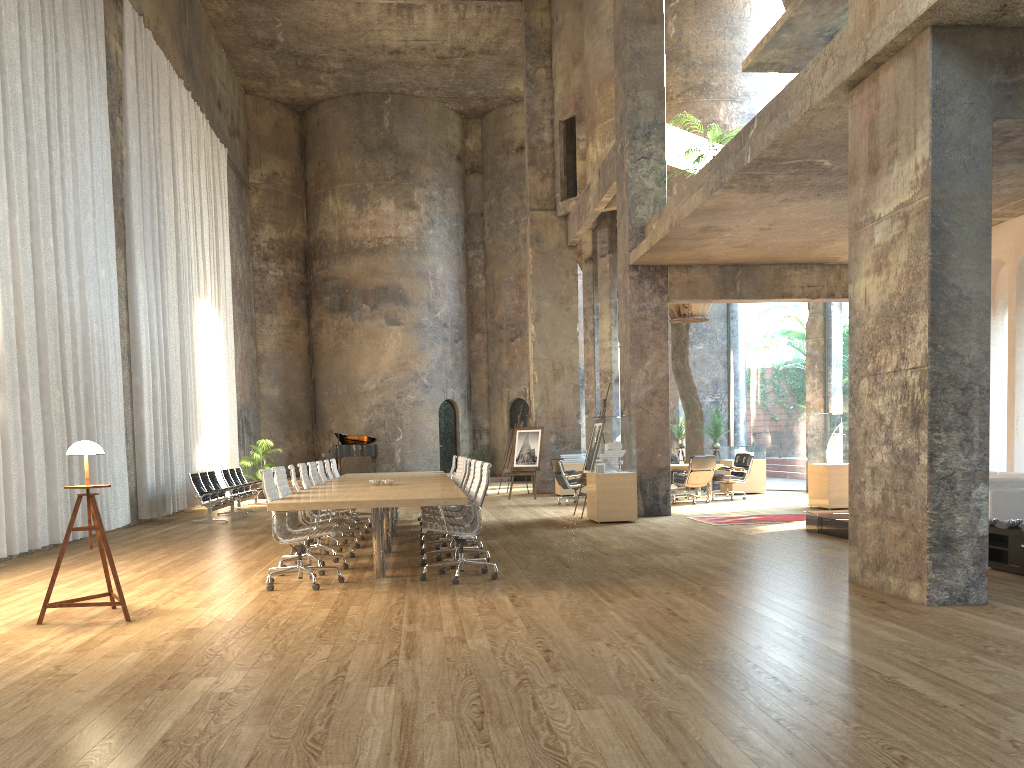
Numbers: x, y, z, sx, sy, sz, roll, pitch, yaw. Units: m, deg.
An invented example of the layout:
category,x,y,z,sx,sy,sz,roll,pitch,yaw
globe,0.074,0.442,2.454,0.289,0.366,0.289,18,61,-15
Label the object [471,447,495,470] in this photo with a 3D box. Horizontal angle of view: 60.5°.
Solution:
category,x,y,z,sx,sy,sz,roll,pitch,yaw
object,-0.901,2.468,28.012,0.912,0.996,0.904,-1,0,5

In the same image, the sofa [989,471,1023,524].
category,x,y,z,sx,sy,sz,roll,pitch,yaw
sofa,4.816,1.379,9.969,2.063,0.725,2.924,-1,-3,-6

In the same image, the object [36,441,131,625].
category,x,y,z,sx,sy,sz,roll,pitch,yaw
object,-2.960,1.051,6.297,0.571,1.305,0.654,0,3,27

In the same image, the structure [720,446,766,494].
category,x,y,z,sx,sy,sz,roll,pitch,yaw
structure,4.921,1.832,18.743,0.735,1.020,0.741,-2,1,-6

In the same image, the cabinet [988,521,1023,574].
category,x,y,z,sx,sy,sz,roll,pitch,yaw
cabinet,4.270,1.409,7.607,0.395,0.370,1.559,-1,-3,-6

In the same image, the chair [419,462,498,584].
category,x,y,z,sx,sy,sz,roll,pitch,yaw
chair,-0.480,1.216,7.781,0.699,1.031,0.662,-1,2,0

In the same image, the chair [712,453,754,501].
category,x,y,z,sx,sy,sz,roll,pitch,yaw
chair,4.202,1.795,17.033,0.820,0.898,0.728,-2,1,-12

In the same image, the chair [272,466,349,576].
category,x,y,z,sx,sy,sz,roll,pitch,yaw
chair,-1.954,1.304,8.511,0.699,1.031,0.662,-1,2,2

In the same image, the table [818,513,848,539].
category,x,y,z,sx,sy,sz,roll,pitch,yaw
table,4.158,1.699,10.556,0.790,0.203,1.108,-1,-4,-6

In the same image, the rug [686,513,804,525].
category,x,y,z,sx,sy,sz,roll,pitch,yaw
rug,3.915,1.951,12.785,2.461,0.009,1.344,-1,-4,-6

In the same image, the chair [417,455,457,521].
category,x,y,z,sx,sy,sz,roll,pitch,yaw
chair,-1.175,1.662,14.032,0.699,1.031,0.662,-1,2,-1

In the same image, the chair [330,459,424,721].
category,x,y,z,sx,sy,sz,roll,pitch,yaw
chair,0.297,1.638,14.136,12.944,1.036,31.452,-1,-4,-6

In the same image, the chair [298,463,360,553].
category,x,y,z,sx,sy,sz,roll,pitch,yaw
chair,-2.151,1.431,10.286,0.699,1.031,0.662,-1,2,-1

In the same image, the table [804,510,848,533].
category,x,y,z,sx,sy,sz,roll,pitch,yaw
table,4.118,1.703,10.921,0.859,0.248,0.369,-1,-2,-6

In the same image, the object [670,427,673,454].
category,x,y,z,sx,sy,sz,roll,pitch,yaw
object,3.904,1.631,23.297,0.702,2.159,0.679,0,3,23

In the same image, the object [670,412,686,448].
category,x,y,z,sx,sy,sz,roll,pitch,yaw
object,4.253,1.156,22.177,0.688,0.945,0.856,-1,0,15

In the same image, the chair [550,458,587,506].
category,x,y,z,sx,sy,sz,roll,pitch,yaw
chair,1.174,1.853,16.737,0.820,0.898,0.728,-2,1,-10

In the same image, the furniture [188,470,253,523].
category,x,y,z,sx,sy,sz,roll,pitch,yaw
furniture,-5.126,1.960,15.583,0.708,0.845,1.868,-2,-3,-6

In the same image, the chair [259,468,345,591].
category,x,y,z,sx,sy,sz,roll,pitch,yaw
chair,-1.834,1.242,7.656,0.699,1.031,0.662,-1,2,-1

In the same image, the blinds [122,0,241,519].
category,x,y,z,sx,sy,sz,roll,pitch,yaw
blinds,-6.613,-1.789,18.331,0.275,8.690,7.804,-2,0,-5

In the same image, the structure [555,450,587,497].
category,x,y,z,sx,sy,sz,roll,pitch,yaw
structure,1.387,1.988,19.697,0.743,1.020,0.732,-2,1,-6

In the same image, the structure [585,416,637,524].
category,x,y,z,sx,sy,sz,roll,pitch,yaw
structure,1.461,1.261,12.994,0.594,1.556,0.739,-2,2,-6

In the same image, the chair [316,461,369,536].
category,x,y,z,sx,sy,sz,roll,pitch,yaw
chair,-2.337,1.556,12.053,0.699,1.031,0.662,-1,2,-1

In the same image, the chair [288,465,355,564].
category,x,y,z,sx,sy,sz,roll,pitch,yaw
chair,-2.043,1.364,9.361,0.698,1.031,0.662,-2,2,-7

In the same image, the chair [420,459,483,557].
category,x,y,z,sx,sy,sz,roll,pitch,yaw
chair,-0.675,1.348,9.634,0.699,1.031,0.662,-1,2,-1

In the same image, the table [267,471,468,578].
category,x,y,z,sx,sy,sz,roll,pitch,yaw
table,-1.546,1.589,10.917,1.600,0.761,7.701,-1,-4,-6

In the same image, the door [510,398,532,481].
category,x,y,z,sx,sy,sz,roll,pitch,yaw
door,0.307,1.753,27.668,0.902,2.647,0.110,1,4,36

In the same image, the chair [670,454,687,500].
category,x,y,z,sx,sy,sz,roll,pitch,yaw
chair,3.151,1.867,17.691,0.729,0.897,0.819,-2,0,-5

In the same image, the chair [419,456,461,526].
category,x,y,z,sx,sy,sz,roll,pitch,yaw
chair,-1.049,1.600,13.178,0.699,1.031,0.662,-1,2,2

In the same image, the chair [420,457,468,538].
category,x,y,z,sx,sy,sz,roll,pitch,yaw
chair,-0.860,1.474,11.401,0.699,1.031,0.662,-1,2,-1

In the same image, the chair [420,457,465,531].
category,x,y,z,sx,sy,sz,roll,pitch,yaw
chair,-0.952,1.539,12.328,0.698,1.031,0.662,-2,2,-7

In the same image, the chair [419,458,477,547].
category,x,y,z,sx,sy,sz,roll,pitch,yaw
chair,-0.771,1.412,10.527,0.699,1.031,0.662,-1,2,2

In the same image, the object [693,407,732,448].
category,x,y,z,sx,sy,sz,roll,pitch,yaw
object,4.489,0.982,19.732,0.858,0.945,0.685,-1,1,-3

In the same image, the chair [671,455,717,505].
category,x,y,z,sx,sy,sz,roll,pitch,yaw
chair,3.299,1.765,16.251,0.728,0.897,0.820,-2,0,-32

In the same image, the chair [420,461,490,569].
category,x,y,z,sx,sy,sz,roll,pitch,yaw
chair,-0.577,1.283,8.723,0.699,1.031,0.662,-2,2,-3

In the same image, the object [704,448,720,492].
category,x,y,z,sx,sy,sz,roll,pitch,yaw
object,4.677,1.928,19.733,0.571,0.978,0.655,0,2,30

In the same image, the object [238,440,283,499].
category,x,y,z,sx,sy,sz,roll,pitch,yaw
object,-6.106,2.079,21.400,1.090,1.465,1.126,-2,1,-15

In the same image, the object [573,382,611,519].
category,x,y,z,sx,sy,sz,roll,pitch,yaw
object,1.340,1.051,13.859,0.684,2.159,0.697,-2,3,-7

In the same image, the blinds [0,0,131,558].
category,x,y,z,sx,sy,sz,roll,pitch,yaw
blinds,-5.712,-2.400,9.746,0.275,8.690,7.804,-2,0,-5

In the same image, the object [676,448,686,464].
category,x,y,z,sx,sy,sz,roll,pitch,yaw
object,4.336,2.107,22.221,0.658,0.978,0.568,-2,2,-12

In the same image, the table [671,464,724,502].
category,x,y,z,sx,sy,sz,roll,pitch,yaw
table,2.723,1.918,16.890,2.408,0.704,1.102,-1,-2,-6

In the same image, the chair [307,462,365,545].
category,x,y,z,sx,sy,sz,roll,pitch,yaw
chair,-2.240,1.493,11.161,0.699,1.031,0.662,-1,2,2

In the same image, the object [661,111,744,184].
category,x,y,z,sx,sy,sz,roll,pitch,yaw
object,2.938,-2.965,12.825,1.401,1.819,1.351,-1,1,0

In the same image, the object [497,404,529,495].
category,x,y,z,sx,sy,sz,roll,pitch,yaw
object,0.049,1.554,20.719,0.685,2.159,0.696,0,3,20

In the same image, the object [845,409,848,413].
category,x,y,z,sx,sy,sz,roll,pitch,yaw
object,5.833,0.611,14.803,0.687,0.945,0.857,-2,0,-15

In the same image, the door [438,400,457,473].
category,x,y,z,sx,sy,sz,roll,pitch,yaw
door,-2.049,1.629,27.425,0.091,2.310,0.898,2,4,42

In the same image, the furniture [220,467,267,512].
category,x,y,z,sx,sy,sz,roll,pitch,yaw
furniture,-5.375,2.128,17.954,0.708,0.845,1.868,-2,-3,-6

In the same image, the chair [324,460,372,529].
category,x,y,z,sx,sy,sz,roll,pitch,yaw
chair,-2.434,1.621,12.964,0.699,1.031,0.662,-2,2,-3

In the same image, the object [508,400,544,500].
category,x,y,z,sx,sy,sz,roll,pitch,yaw
object,0.351,1.419,18.854,0.702,2.159,0.679,0,3,26

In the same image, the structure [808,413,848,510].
category,x,y,z,sx,sy,sz,roll,pitch,yaw
structure,5.267,1.253,14.306,0.594,1.556,0.739,-2,2,-6
